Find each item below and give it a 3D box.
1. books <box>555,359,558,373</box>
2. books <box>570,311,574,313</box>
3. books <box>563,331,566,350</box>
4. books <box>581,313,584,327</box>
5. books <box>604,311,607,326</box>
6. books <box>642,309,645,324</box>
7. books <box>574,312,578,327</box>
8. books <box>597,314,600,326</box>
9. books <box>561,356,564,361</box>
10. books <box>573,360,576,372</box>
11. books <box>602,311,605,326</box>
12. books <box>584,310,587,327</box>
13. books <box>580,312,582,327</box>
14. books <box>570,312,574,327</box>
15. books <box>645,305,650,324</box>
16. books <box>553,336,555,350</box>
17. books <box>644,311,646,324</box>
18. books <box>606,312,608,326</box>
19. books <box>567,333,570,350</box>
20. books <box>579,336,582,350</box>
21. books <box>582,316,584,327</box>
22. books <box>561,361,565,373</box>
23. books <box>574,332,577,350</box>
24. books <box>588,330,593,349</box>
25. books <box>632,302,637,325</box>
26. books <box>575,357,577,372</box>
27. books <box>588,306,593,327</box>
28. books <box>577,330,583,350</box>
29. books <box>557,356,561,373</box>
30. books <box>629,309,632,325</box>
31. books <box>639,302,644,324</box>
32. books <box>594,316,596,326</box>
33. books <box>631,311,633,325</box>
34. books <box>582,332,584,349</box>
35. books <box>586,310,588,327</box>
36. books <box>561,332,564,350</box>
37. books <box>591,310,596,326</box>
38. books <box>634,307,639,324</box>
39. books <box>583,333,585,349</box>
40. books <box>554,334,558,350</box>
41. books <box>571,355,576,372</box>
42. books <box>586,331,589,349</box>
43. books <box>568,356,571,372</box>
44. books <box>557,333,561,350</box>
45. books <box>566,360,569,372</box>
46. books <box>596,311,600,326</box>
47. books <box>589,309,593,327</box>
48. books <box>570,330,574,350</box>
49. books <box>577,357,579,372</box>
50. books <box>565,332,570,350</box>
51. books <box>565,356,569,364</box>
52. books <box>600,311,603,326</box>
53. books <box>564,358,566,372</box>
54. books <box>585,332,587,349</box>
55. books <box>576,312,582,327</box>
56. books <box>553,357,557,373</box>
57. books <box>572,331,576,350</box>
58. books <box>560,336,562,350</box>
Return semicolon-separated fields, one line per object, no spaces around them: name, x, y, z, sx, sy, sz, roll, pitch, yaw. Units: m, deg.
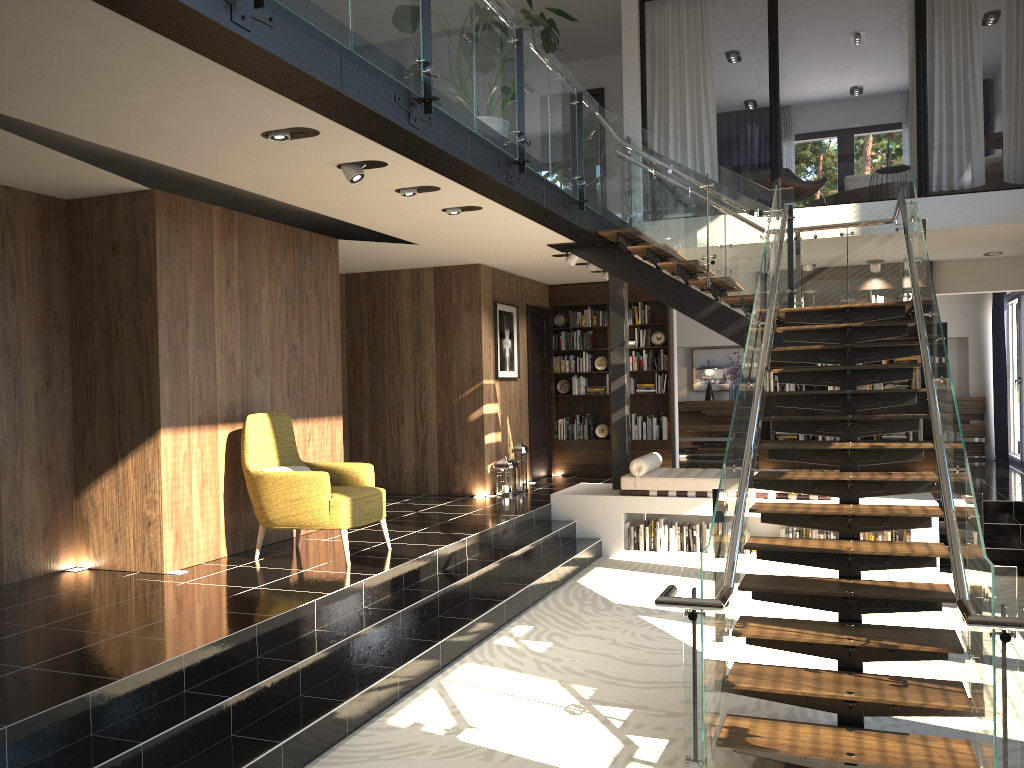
books;0.666;-0.256;12.633;0.045;0.192;0.164;-1;0;21
books;0.855;-0.910;12.553;0.017;0.234;0.199;-1;0;21
books;0.770;-0.611;12.559;0.022;0.267;0.197;-1;0;21
books;1.015;-0.898;12.512;0.025;0.203;0.156;-1;0;21
books;1.317;-0.905;12.346;0.023;0.202;0.201;-1;0;21
books;1.828;-0.923;12.215;0.037;0.218;0.144;-1;0;21
books;0.912;-0.906;12.519;0.026;0.222;0.202;-1;0;21
books;1.232;-0.888;12.381;0.029;0.172;0.187;-1;0;21
books;0.722;-0.277;12.631;0.018;0.232;0.123;-1;0;21
books;0.894;-0.249;12.537;0.026;0.167;0.173;-1;0;21
books;1.293;-0.909;12.370;0.039;0.212;0.172;-1;0;21
books;1.061;-0.913;12.446;0.039;0.230;0.205;-1;0;21
books;0.991;-0.902;12.504;0.014;0.212;0.184;-1;0;21
books;0.861;-0.901;12.511;0.024;0.216;0.210;-1;0;21
books;1.858;-0.946;12.152;0.013;0.262;0.217;-1;0;21
books;0.622;-0.582;12.648;0.023;0.215;0.148;-1;0;21
books;1.848;-0.908;12.180;0.027;0.186;0.220;-1;0;21
books;1.352;-0.901;12.369;0.024;0.194;0.182;-1;0;21
books;0.818;-0.600;12.525;0.039;0.243;0.179;-1;0;21
books;0.982;-0.576;12.469;0.025;0.188;0.181;-1;0;21
books;1.034;-0.875;12.476;0.035;0.156;0.186;-1;0;21
books;0.742;-0.246;12.603;0.037;0.169;0.148;-1;0;21
books;0.913;-0.608;12.526;0.032;0.255;0.160;-1;0;21
books;1.107;-0.618;12.457;0.035;0.266;0.133;-1;0;21
books;1.687;-0.963;12.209;0.015;0.303;0.251;-1;0;21
books;0.933;-0.274;12.530;0.053;0.216;0.151;-1;0;21
books;1.104;-0.938;12.415;0.012;0.278;0.228;-1;0;21
books;0.959;-0.618;12.490;0.033;0.273;0.189;-1;0;21
books;0.687;-0.278;12.594;0.022;0.235;0.194;-1;0;21
books;1.650;-0.922;12.272;0.042;0.223;0.163;-1;0;21
books;1.780;-0.964;12.167;0.017;0.302;0.266;-1;0;21
books;1.187;-0.875;12.445;0.040;0.149;0.125;-1;0;21
books;1.683;-0.906;12.257;0.029;0.191;0.177;-1;0;21
books;1.019;-0.603;12.493;0.028;0.240;0.148;-1;0;21
books;1.087;-0.918;12.423;0.025;0.239;0.220;-1;0;21
books;0.745;-0.604;12.573;0.035;0.255;0.183;-1;0;21
books;1.151;-0.917;12.435;0.020;0.235;0.206;-1;0;21
books;1.740;-0.936;12.234;0.064;0.247;0.209;-1;0;21
books;1.035;-0.598;12.473;0.014;0.230;0.172;-1;0;21
books;0.636;-0.590;12.622;0.023;0.231;0.143;-1;0;21
books;0.865;-0.283;12.534;0.026;0.237;0.164;-1;0;21
books;1.078;-0.616;12.467;0.025;0.263;0.147;-1;0;21
books;0.843;-0.281;12.564;0.036;0.235;0.169;-1;0;21
books;0.685;-0.603;12.625;0.066;0.255;0.127;-1;0;21
books;0.806;-0.253;12.563;0.035;0.180;0.164;-1;0;21
books;1.216;-0.910;12.423;0.030;0.217;0.165;-1;0;21
books;1.128;-0.922;12.432;0.020;0.245;0.228;-1;0;21
books;0.854;-0.623;12.543;0.015;0.287;0.154;-1;0;21
books;0.953;-0.269;12.485;0.016;0.206;0.204;-1;0;21
books;0.795;-0.608;12.556;0.027;0.260;0.181;-1;0;21
books;0.790;-0.281;12.599;0.019;0.236;0.139;-1;0;21
books;1.265;-0.908;12.389;0.027;0.212;0.180;-1;0;21
books;0.775;-0.267;12.612;0.018;0.208;0.126;-1;0;21
books;1.054;-0.605;12.471;0.024;0.242;0.144;-1;0;21
books;0.954;-0.903;12.511;0.059;0.216;0.159;-1;0;21
books;0.633;-0.272;12.652;0.030;0.224;0.166;-1;0;21
books;0.880;-0.612;12.511;0.019;0.264;0.175;-1;0;21
books;0.718;-0.578;12.585;0.025;0.204;0.192;-1;0;21
